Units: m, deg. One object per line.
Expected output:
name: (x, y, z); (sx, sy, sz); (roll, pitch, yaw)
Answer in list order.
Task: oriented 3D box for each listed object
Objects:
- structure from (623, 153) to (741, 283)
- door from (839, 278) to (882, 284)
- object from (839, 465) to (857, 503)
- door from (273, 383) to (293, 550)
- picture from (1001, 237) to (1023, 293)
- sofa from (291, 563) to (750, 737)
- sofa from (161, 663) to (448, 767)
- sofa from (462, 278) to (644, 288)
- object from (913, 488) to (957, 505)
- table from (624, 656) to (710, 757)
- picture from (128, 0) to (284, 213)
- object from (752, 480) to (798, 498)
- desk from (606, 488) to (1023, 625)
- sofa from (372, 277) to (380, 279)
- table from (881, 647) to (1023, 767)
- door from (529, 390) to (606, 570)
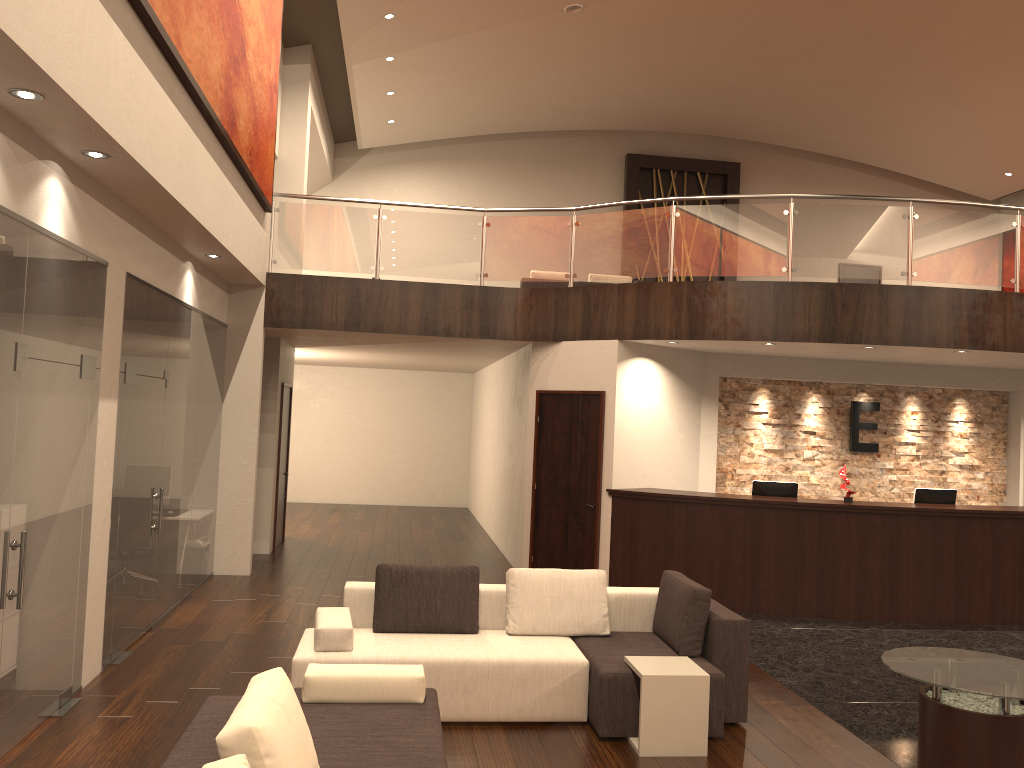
structure: (3.611, -2.751, 19.101); (2.524, 4.236, 0.187); (3, -2, -7)
door: (7.703, -1.543, 19.684); (0.990, 2.232, 0.104); (3, -2, -7)
object: (3.504, 1.038, 9.239); (0.163, 0.390, 0.165); (2, -2, 0)
door: (-3.194, 1.112, 12.303); (0.104, 2.232, 0.990); (3, -2, -7)
picture: (11.319, -2.231, 17.687); (0.070, 2.526, 4.515); (3, -2, -7)
sofa: (0.050, 1.681, 5.812); (2.846, 0.862, 1.291); (3, -2, -7)
sofa: (0.082, 1.578, 3.186); (2.586, 0.862, 3.366); (3, -2, -7)
sofa: (0.643, -1.345, 15.206); (3.366, 0.862, 2.586); (3, -2, -7)
object: (4.594, 1.381, 9.634); (0.483, 0.485, 0.189); (3, -2, -7)
table: (0.903, 1.898, 5.252); (0.400, 0.460, 0.400); (3, -2, -7)
picture: (-2.216, -3.264, 6.641); (0.070, 2.526, 6.485); (3, -2, -7)
object: (2.865, 1.308, 9.684); (0.483, 0.485, 0.189); (2, -2, 8)
desk: (4.570, 1.882, 9.797); (7.146, 1.171, 1.674); (3, -2, -6)
sofa: (-1.138, -1.372, 16.489); (3.366, 0.862, 2.586); (3, -2, -7)
table: (2.166, 1.739, 4.143); (0.833, 0.795, 0.844); (1, -3, 32)
door: (0.621, 1.190, 10.072); (0.990, 2.232, 0.104); (0, -3, 43)
